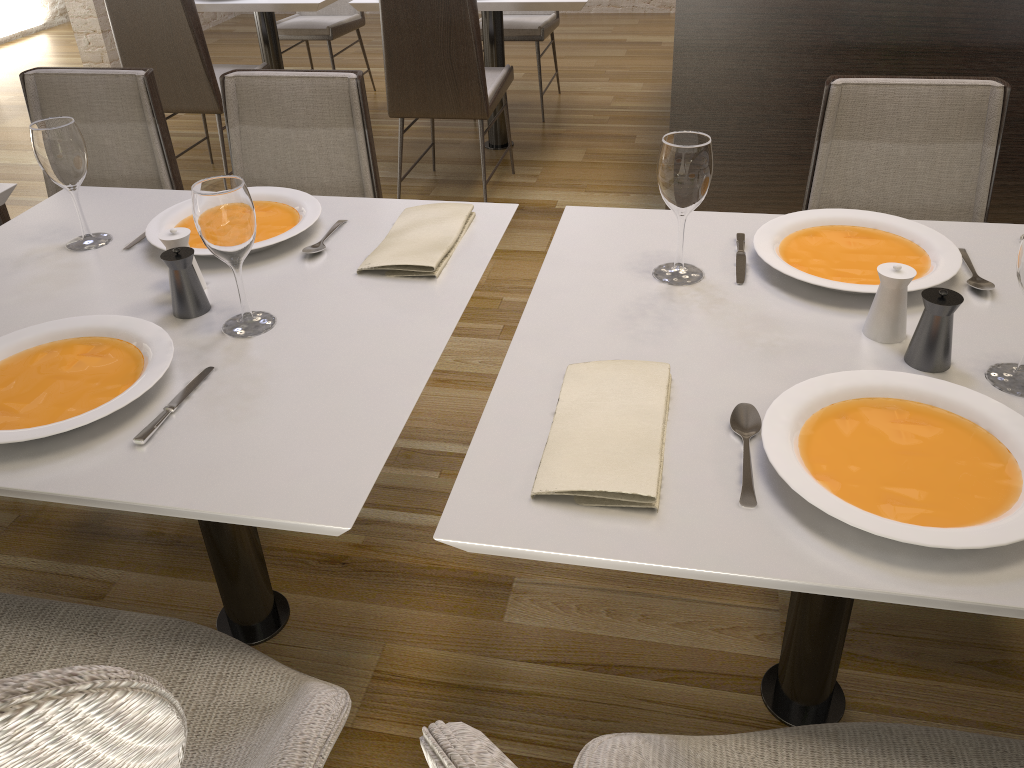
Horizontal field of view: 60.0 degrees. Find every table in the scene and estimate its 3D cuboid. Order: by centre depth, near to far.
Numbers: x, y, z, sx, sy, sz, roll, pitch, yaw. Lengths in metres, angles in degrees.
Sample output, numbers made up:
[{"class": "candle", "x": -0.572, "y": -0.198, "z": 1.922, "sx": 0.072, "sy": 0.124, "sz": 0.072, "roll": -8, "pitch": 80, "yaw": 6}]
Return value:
[{"class": "table", "x": 0.520, "y": 0.265, "z": 1.440, "sx": 1.011, "sy": 0.746, "sz": 0.953, "roll": 4, "pitch": 33, "yaw": 11}, {"class": "table", "x": -0.559, "y": 0.177, "z": 1.656, "sx": 1.011, "sy": 0.746, "sz": 0.953, "roll": 4, "pitch": 33, "yaw": 11}, {"class": "table", "x": -1.675, "y": 0.087, "z": 1.880, "sx": 1.011, "sy": 0.746, "sz": 0.953, "roll": 4, "pitch": 33, "yaw": 11}, {"class": "table", "x": -0.084, "y": -1.504, "z": 4.214, "sx": 1.011, "sy": 0.746, "sz": 0.953, "roll": 4, "pitch": 33, "yaw": 11}, {"class": "table", "x": -1.199, "y": -1.595, "z": 4.438, "sx": 1.011, "sy": 0.746, "sz": 0.953, "roll": 4, "pitch": 33, "yaw": 11}]

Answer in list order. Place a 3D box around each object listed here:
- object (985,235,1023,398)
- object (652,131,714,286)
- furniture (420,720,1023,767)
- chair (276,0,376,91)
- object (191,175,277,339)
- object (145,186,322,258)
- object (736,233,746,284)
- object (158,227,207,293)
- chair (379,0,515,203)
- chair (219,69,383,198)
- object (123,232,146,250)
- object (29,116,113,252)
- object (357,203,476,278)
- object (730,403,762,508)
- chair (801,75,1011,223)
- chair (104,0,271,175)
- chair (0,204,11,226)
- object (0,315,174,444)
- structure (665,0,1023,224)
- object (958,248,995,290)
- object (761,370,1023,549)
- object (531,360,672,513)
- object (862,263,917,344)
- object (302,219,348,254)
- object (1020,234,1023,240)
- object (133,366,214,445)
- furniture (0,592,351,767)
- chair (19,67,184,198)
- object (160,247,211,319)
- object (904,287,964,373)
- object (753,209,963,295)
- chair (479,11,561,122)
[{"class": "object", "x": 0.661, "y": -0.100, "z": 1.100, "sx": 0.087, "sy": 0.226, "sz": 0.087, "roll": 24, "pitch": 41, "yaw": 36}, {"class": "object", "x": 0.269, "y": -0.276, "z": 1.401, "sx": 0.087, "sy": 0.226, "sz": 0.087, "roll": 24, "pitch": 41, "yaw": 36}, {"class": "furniture", "x": 2.188, "y": 0.688, "z": 0.358, "sx": 4.477, "sy": 1.077, "sz": 0.722, "roll": 5, "pitch": 33, "yaw": 11}, {"class": "chair", "x": -1.093, "y": -2.022, "z": 4.958, "sx": 0.412, "sy": 0.889, "sz": 0.576, "roll": 4, "pitch": 33, "yaw": 11}, {"class": "object", "x": -0.412, "y": -0.187, "z": 1.315, "sx": 0.087, "sy": 0.226, "sz": 0.087, "roll": 24, "pitch": 41, "yaw": 36}, {"class": "object", "x": -0.519, "y": -0.298, "z": 1.672, "sx": 0.324, "sy": 0.035, "sz": 0.325, "roll": -27, "pitch": 40, "yaw": -32}, {"class": "object", "x": 0.386, "y": -0.213, "z": 1.492, "sx": 0.017, "sy": 0.010, "sz": 0.188, "roll": 4, "pitch": 34, "yaw": 11}, {"class": "object", "x": -0.546, "y": -0.206, "z": 1.462, "sx": 0.060, "sy": 0.107, "sz": 0.060, "roll": -28, "pitch": 40, "yaw": -34}, {"class": "chair", "x": -0.250, "y": -1.211, "z": 3.644, "sx": 0.412, "sy": 0.889, "sz": 0.576, "roll": 4, "pitch": 33, "yaw": 11}, {"class": "chair", "x": -0.560, "y": -0.245, "z": 2.177, "sx": 0.412, "sy": 0.889, "sz": 0.576, "roll": 4, "pitch": 33, "yaw": 11}, {"class": "object", "x": -0.693, "y": -0.301, "z": 1.708, "sx": 0.017, "sy": 0.010, "sz": 0.188, "roll": 4, "pitch": 34, "yaw": 11}, {"class": "object", "x": -0.804, "y": -0.364, "z": 1.616, "sx": 0.087, "sy": 0.226, "sz": 0.087, "roll": 24, "pitch": 41, "yaw": 36}, {"class": "object", "x": -0.167, "y": -0.262, "z": 1.604, "sx": 0.143, "sy": 0.032, "sz": 0.278, "roll": 4, "pitch": 34, "yaw": 11}, {"class": "object", "x": 0.275, "y": 0.080, "z": 1.044, "sx": 0.038, "sy": 0.015, "sz": 0.184, "roll": 5, "pitch": 34, "yaw": 12}, {"class": "chair", "x": 0.818, "y": -0.133, "z": 1.901, "sx": 0.412, "sy": 0.889, "sz": 0.576, "roll": 4, "pitch": 33, "yaw": 11}, {"class": "chair", "x": -1.361, "y": -1.301, "z": 3.866, "sx": 0.412, "sy": 0.889, "sz": 0.576, "roll": 4, "pitch": 33, "yaw": 11}, {"class": "chair", "x": -1.673, "y": -0.336, "z": 2.400, "sx": 0.412, "sy": 0.889, "sz": 0.576, "roll": 4, "pitch": 33, "yaw": 11}, {"class": "object", "x": -0.631, "y": -0.002, "z": 1.225, "sx": 0.324, "sy": 0.035, "sz": 0.325, "roll": -27, "pitch": 40, "yaw": -32}, {"class": "structure", "x": 6.038, "y": -1.137, "z": 2.972, "sx": 10.752, "sy": 0.983, "sz": 2.415, "roll": 5, "pitch": 34, "yaw": 11}, {"class": "object", "x": 0.739, "y": -0.186, "z": 1.420, "sx": 0.038, "sy": 0.015, "sz": 0.184, "roll": 5, "pitch": 34, "yaw": 12}, {"class": "object", "x": 0.448, "y": 0.085, "z": 1.009, "sx": 0.324, "sy": 0.035, "sz": 0.325, "roll": -27, "pitch": 40, "yaw": -32}, {"class": "object", "x": 0.118, "y": 0.054, "z": 1.094, "sx": 0.143, "sy": 0.032, "sz": 0.278, "roll": 4, "pitch": 34, "yaw": 11}, {"class": "object", "x": 0.533, "y": -0.119, "z": 1.246, "sx": 0.060, "sy": 0.107, "sz": 0.060, "roll": -28, "pitch": 40, "yaw": -34}, {"class": "object", "x": -0.341, "y": -0.274, "z": 1.636, "sx": 0.038, "sy": 0.015, "sz": 0.184, "roll": 5, "pitch": 34, "yaw": 12}, {"class": "object", "x": 0.912, "y": -0.175, "z": 1.388, "sx": 0.143, "sy": 0.032, "sz": 0.278, "roll": 4, "pitch": 34, "yaw": 11}, {"class": "object", "x": -0.452, "y": 0.023, "z": 1.191, "sx": 0.017, "sy": 0.010, "sz": 0.188, "roll": 4, "pitch": 34, "yaw": 11}, {"class": "furniture", "x": -1.408, "y": 0.396, "z": 1.079, "sx": 2.585, "sy": 1.077, "sz": 0.720, "roll": 5, "pitch": 33, "yaw": 11}, {"class": "chair", "x": -1.109, "y": -0.290, "z": 2.287, "sx": 0.412, "sy": 0.889, "sz": 0.576, "roll": 4, "pitch": 33, "yaw": 11}, {"class": "object", "x": -0.516, "y": -0.164, "z": 1.395, "sx": 0.060, "sy": 0.107, "sz": 0.060, "roll": -28, "pitch": 40, "yaw": -34}, {"class": "object", "x": 0.563, "y": -0.076, "z": 1.179, "sx": 0.060, "sy": 0.107, "sz": 0.060, "roll": -28, "pitch": 40, "yaw": -34}, {"class": "object", "x": 0.560, "y": -0.210, "z": 1.456, "sx": 0.324, "sy": 0.035, "sz": 0.325, "roll": -27, "pitch": 40, "yaw": -32}, {"class": "chair", "x": 0.018, "y": -1.932, "z": 4.736, "sx": 0.412, "sy": 0.889, "sz": 0.576, "roll": 4, "pitch": 33, "yaw": 11}]
